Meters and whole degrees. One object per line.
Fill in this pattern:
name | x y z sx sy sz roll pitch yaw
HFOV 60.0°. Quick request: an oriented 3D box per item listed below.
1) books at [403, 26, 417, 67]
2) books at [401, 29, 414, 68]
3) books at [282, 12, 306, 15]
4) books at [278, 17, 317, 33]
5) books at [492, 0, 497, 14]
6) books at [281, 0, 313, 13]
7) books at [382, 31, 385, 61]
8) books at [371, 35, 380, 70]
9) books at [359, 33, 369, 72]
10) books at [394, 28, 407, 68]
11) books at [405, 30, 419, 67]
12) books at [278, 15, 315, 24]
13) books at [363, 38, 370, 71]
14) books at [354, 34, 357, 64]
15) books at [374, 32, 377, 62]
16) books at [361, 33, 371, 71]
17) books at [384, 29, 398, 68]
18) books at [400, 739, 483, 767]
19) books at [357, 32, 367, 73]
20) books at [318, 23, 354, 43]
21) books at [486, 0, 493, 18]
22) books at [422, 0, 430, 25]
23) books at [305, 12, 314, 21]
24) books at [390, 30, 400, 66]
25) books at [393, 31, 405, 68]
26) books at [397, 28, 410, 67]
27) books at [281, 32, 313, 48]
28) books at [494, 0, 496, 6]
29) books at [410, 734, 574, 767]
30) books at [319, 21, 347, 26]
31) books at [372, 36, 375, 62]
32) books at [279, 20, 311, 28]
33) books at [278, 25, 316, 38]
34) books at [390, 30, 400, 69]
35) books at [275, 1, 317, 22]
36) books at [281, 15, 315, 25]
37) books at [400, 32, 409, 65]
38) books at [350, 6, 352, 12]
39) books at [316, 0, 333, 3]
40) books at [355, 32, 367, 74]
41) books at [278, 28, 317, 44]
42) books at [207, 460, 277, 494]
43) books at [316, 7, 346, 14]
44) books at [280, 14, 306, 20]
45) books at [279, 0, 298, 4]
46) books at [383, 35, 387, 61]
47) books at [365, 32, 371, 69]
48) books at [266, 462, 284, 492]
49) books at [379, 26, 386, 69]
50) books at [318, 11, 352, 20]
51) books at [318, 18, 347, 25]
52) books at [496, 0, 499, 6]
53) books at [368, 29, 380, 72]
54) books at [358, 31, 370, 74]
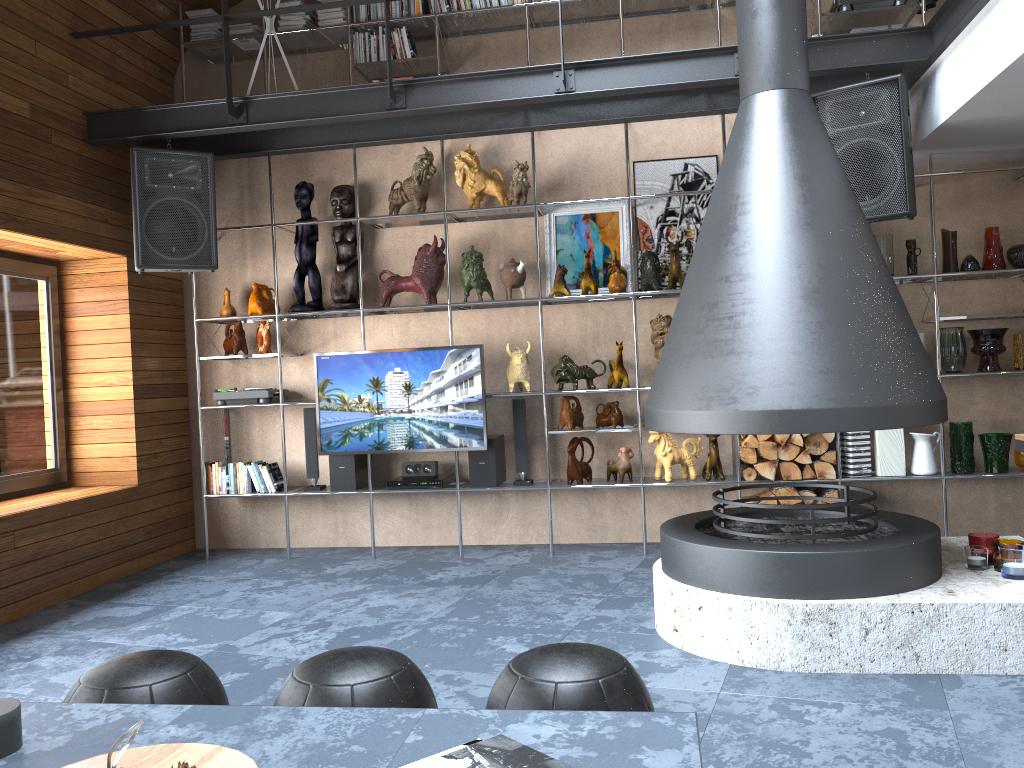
books | -0.643 -2.131 5.611 0.049 0.216 0.137 -3 0 9
books | -0.656 -2.125 5.614 0.051 0.205 0.131 -3 0 9
books | -1.408 -2.376 5.785 0.161 0.012 0.206 -3 1 -1
books | -1.384 -2.329 5.781 0.182 0.016 0.234 -3 1 14
books | -0.115 -2.386 5.511 0.044 0.182 0.117 -3 0 9
books | -1.410 -2.449 5.789 0.161 0.012 0.206 -3 1 9
books | -0.800 -2.116 5.619 0.008 0.198 0.111 -3 0 9
books | -0.870 -2.105 5.639 0.012 0.183 0.117 -3 0 9
books | -0.943 -2.111 5.648 0.011 0.201 0.127 -3 0 9
books | -0.698 -2.127 5.620 0.051 0.218 0.133 -3 0 9
books | -0.627 -2.120 5.607 0.049 0.191 0.138 -3 0 9
books | -1.409 -2.387 5.796 0.161 0.013 0.208 -3 1 14
books | -0.919 -2.097 5.647 0.014 0.172 0.119 -3 0 9
books | -0.982 -2.109 5.666 0.011 0.201 0.127 -3 0 9
books | -0.852 -2.114 5.634 0.008 0.198 0.111 -3 0 9
books | -0.931 -2.111 5.654 0.011 0.201 0.127 -3 0 9
books | -0.765 -2.130 5.632 0.054 0.220 0.118 -3 0 9
books | -0.099 0.639 1.378 0.299 0.021 0.239 -3 1 -39
books | -0.958 -2.120 5.680 0.010 0.220 0.171 -3 0 9
books | -1.125 -2.258 5.710 0.182 0.016 0.252 -3 1 15
books | -0.149 -2.396 5.526 0.055 0.206 0.125 -3 0 9
books | -0.543 -2.384 5.571 0.014 0.215 0.137 -3 0 9
books | -1.401 -2.399 5.788 0.161 0.013 0.206 -3 1 4
books | -0.726 -2.121 5.626 0.054 0.203 0.123 -3 0 9
books | -0.709 -2.116 5.625 0.047 0.197 0.126 -3 0 9
books | -0.683 -2.128 5.630 0.049 0.216 0.137 -3 0 9
books | -1.409 -2.246 5.774 0.182 0.016 0.234 -3 1 9
books | -0.105 -2.384 5.503 0.039 0.176 0.112 -3 0 9
books | -0.056 0.618 1.373 0.265 0.017 0.210 -3 1 -39
books | -1.109 -2.274 5.711 0.182 0.016 0.247 -3 1 9
books | -0.861 -2.102 5.632 0.009 0.177 0.112 -3 0 9
books | -1.399 -2.305 5.776 0.180 0.028 0.240 -3 1 -1
books | -1.399 -2.281 5.780 0.174 0.021 0.222 -3 1 9
books | -0.744 -2.128 5.637 0.055 0.215 0.155 -3 0 9
books | -1.404 -2.417 5.776 0.176 0.025 0.268 -3 1 9
books | -1.385 -2.345 5.780 0.182 0.016 0.234 -3 1 -1
books | -0.668 -2.114 5.622 0.048 0.188 0.120 -3 0 9
books | -1.114 -2.408 5.721 0.167 0.017 0.225 -3 1 9
books | -1.120 -2.441 5.709 0.175 0.025 0.288 -3 1 15
books | -0.968 -2.119 5.681 0.010 0.219 0.164 -3 0 9
books | -1.394 -2.262 5.778 0.182 0.016 0.234 -3 1 4
books | -1.745 0.606 5.815 0.461 0.208 0.139 -3 0 9
books | -1.117 -2.361 5.709 0.180 0.028 0.258 -3 1 15
books | -1.398 -2.361 5.791 0.167 0.017 0.213 -3 1 4
books | -1.416 -2.436 5.774 0.159 0.012 0.231 -3 1 14
books | -0.790 -2.106 5.620 0.009 0.177 0.112 -3 0 9
books | -0.902 -2.115 5.653 0.019 0.206 0.125 -3 0 9
books | -1.536 0.608 5.796 0.081 0.185 0.138 -3 0 9
books | -0.813 -2.131 5.628 0.017 0.230 0.122 -3 0 9
books | -1.114 -2.340 5.717 0.181 0.016 0.258 -3 1 11
books | -1.114 -2.293 5.713 0.174 0.021 0.239 -3 1 15
books | -0.089 -2.384 5.499 0.039 0.176 0.112 -3 0 9
books | -0.882 -2.125 5.661 0.017 0.223 0.161 -3 0 9
books | -0.948 -2.120 5.684 0.008 0.219 0.177 -3 0 9
